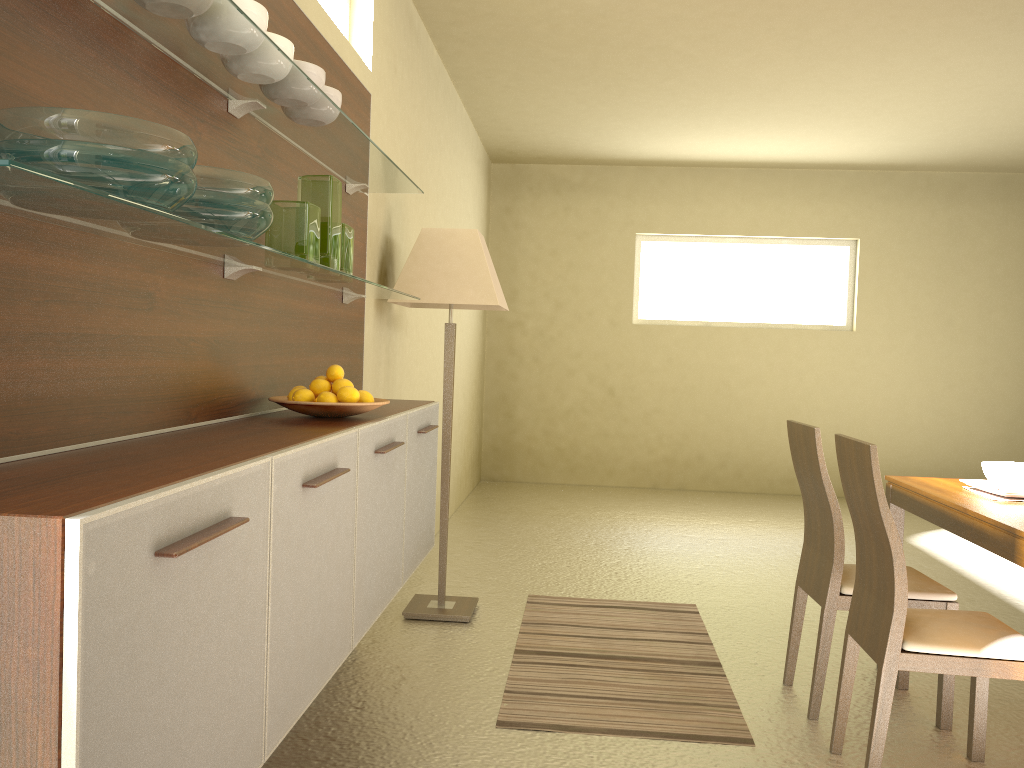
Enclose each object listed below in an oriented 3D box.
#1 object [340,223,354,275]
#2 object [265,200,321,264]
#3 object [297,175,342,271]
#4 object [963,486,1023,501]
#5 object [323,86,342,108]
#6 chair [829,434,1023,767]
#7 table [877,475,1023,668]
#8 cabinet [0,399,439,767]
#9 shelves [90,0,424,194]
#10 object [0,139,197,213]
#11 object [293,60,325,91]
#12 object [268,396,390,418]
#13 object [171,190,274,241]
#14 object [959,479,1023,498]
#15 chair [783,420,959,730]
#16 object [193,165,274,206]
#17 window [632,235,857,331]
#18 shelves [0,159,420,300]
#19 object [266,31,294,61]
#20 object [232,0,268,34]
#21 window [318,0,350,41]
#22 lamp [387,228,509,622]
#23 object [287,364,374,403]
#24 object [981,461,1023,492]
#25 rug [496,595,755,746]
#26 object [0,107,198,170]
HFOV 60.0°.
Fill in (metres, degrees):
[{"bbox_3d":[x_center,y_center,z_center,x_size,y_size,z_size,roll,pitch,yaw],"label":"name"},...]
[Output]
[{"bbox_3d":[-0.535,-0.390,2.623,0.112,0.160,0.111,2,2,4],"label":"object"},{"bbox_3d":[-0.554,-0.377,2.251,0.111,0.160,0.112,2,2,4],"label":"object"},{"bbox_3d":[-0.528,-0.435,2.428,0.099,0.259,0.099,2,2,4],"label":"object"},{"bbox_3d":[1.955,0.400,3.132,0.589,0.010,0.287,2,2,8],"label":"object"},{"bbox_3d":[-0.542,-0.749,2.387,0.163,0.077,0.163,0,3,-37],"label":"object"},{"bbox_3d":[1.242,0.680,2.634,0.507,1.017,0.404,2,2,5],"label":"chair"},{"bbox_3d":[1.944,0.809,2.884,1.000,0.790,1.411,2,2,5],"label":"table"},{"bbox_3d":[-0.549,0.387,2.241,0.372,0.570,2.463,2,2,5],"label":"cabinet"},{"bbox_3d":[-0.568,-0.700,2.205,0.255,0.008,2.463,2,2,5],"label":"shelves"},{"bbox_3d":[-0.622,-0.299,1.322,0.288,0.068,0.288,0,3,-37],"label":"object"},{"bbox_3d":[-0.547,-0.742,2.199,0.163,0.077,0.163,0,3,-37],"label":"object"},{"bbox_3d":[-0.517,0.069,2.513,0.337,0.053,0.337,4,3,36],"label":"object"},{"bbox_3d":[-0.598,-0.311,1.669,0.288,0.068,0.288,0,3,-37],"label":"object"},{"bbox_3d":[1.786,0.377,3.133,0.283,0.033,0.283,2,2,-1],"label":"object"},{"bbox_3d":[1.278,0.659,3.223,0.507,1.017,0.404,2,2,2],"label":"chair"},{"bbox_3d":[-0.597,-0.353,1.668,0.288,0.068,0.288,0,3,-37],"label":"object"},{"bbox_3d":[2.156,-0.944,8.312,2.025,0.848,0.100,2,2,5],"label":"window"},{"bbox_3d":[-0.583,-0.292,2.220,0.255,0.008,2.463,2,2,5],"label":"shelves"},{"bbox_3d":[-0.578,-0.736,2.007,0.163,0.077,0.163,0,3,-44],"label":"object"},{"bbox_3d":[-0.582,-0.729,1.807,0.163,0.077,0.163,0,3,-37],"label":"object"},{"bbox_3d":[2.080,-0.243,1.653,6.429,3.000,4.466,2,2,2],"label":"window"},{"bbox_3d":[-0.302,0.184,4.156,0.499,1.782,0.499,2,2,5],"label":"lamp"},{"bbox_3d":[-0.510,0.015,2.494,0.230,0.139,0.259,1,2,-26],"label":"object"},{"bbox_3d":[1.787,0.337,3.132,0.233,0.101,0.233,2,2,-7],"label":"object"},{"bbox_3d":[0.434,1.120,3.686,0.843,0.010,1.613,2,2,5],"label":"rug"},{"bbox_3d":[-0.621,-0.341,1.321,0.288,0.068,0.288,0,3,-37],"label":"object"}]
